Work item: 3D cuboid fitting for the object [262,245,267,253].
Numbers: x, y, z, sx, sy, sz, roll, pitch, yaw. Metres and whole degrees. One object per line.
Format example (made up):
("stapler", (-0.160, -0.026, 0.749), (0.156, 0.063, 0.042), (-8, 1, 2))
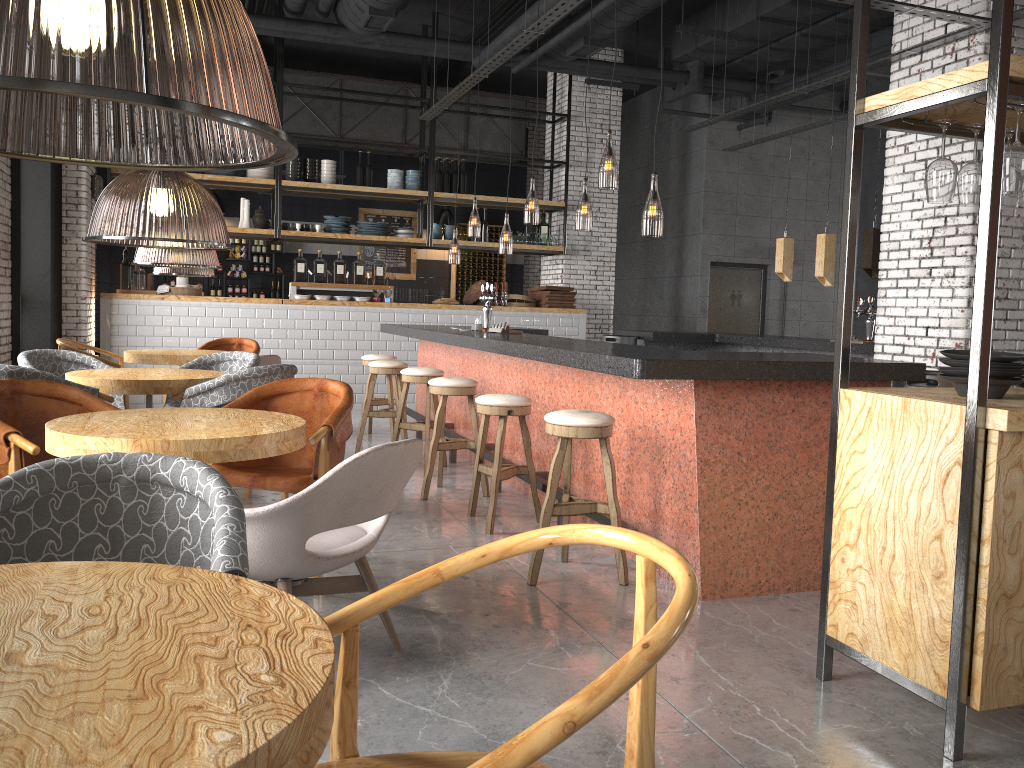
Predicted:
("object", (-3.866, -2.107, 13.850), (0.076, 0.110, 0.076), (0, 4, -24))

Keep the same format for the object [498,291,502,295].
("object", (-0.204, -1.540, 15.090), (0.079, 0.079, 0.281), (0, 5, -19))

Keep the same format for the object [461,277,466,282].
("object", (-0.815, -1.750, 14.844), (0.079, 0.079, 0.284), (0, 5, -19))

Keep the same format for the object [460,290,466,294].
("object", (-0.815, -1.539, 14.835), (0.079, 0.079, 0.281), (0, 5, -19))

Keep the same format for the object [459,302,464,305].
("object", (-0.829, -1.331, 14.870), (0.079, 0.079, 0.281), (0, 5, -19))

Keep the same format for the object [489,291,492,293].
("object", (-0.383, -1.541, 15.031), (0.079, 0.079, 0.281), (0, 5, -19))

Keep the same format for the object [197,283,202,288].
("object", (-4.787, -1.483, 13.577), (0.076, 0.110, 0.076), (0, 4, -24))

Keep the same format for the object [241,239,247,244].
("object", (-4.152, -2.251, 13.738), (0.079, 0.156, 0.079), (-1, 5, -34))

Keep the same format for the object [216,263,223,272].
("object", (-4.506, -1.800, 13.672), (0.100, 0.139, 0.088), (1, 4, -19))

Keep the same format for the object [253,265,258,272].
("object", (-4.006, -1.808, 13.844), (0.081, 0.113, 0.071), (0, 4, -20))

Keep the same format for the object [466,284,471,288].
("object", (-0.729, -1.645, 14.881), (0.079, 0.079, 0.281), (0, 5, -19))

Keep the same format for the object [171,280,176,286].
("object", (-5.139, -1.530, 13.451), (0.071, 0.083, 0.071), (2, 4, 6))

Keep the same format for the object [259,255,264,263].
("object", (-3.911, -1.951, 13.844), (0.076, 0.110, 0.076), (-2, 6, -44))

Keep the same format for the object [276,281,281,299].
("object", (-3.683, -1.477, 13.980), (0.079, 0.280, 0.079), (1, 4, -16))

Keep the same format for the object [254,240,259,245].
("object", (-3.979, -2.218, 13.802), (0.076, 0.110, 0.076), (-2, 6, -44))

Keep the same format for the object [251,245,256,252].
("object", (-4.021, -2.108, 13.794), (0.076, 0.110, 0.076), (1, 4, -9))

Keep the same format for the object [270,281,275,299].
("object", (-3.768, -1.477, 13.948), (0.079, 0.280, 0.079), (2, 4, -1))

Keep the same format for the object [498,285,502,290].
("object", (-0.195, -1.643, 15.068), (0.079, 0.079, 0.281), (0, 5, -19))

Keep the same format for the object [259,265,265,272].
("object", (-3.914, -1.808, 13.876), (0.081, 0.113, 0.071), (0, 4, -20))

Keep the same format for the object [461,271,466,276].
("object", (-0.818, -1.857, 14.856), (0.079, 0.079, 0.284), (0, 5, -19))

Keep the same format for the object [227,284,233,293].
("object", (-4.370, -1.474, 13.744), (0.100, 0.139, 0.088), (1, 4, -19))

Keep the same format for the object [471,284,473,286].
("object", (-0.647, -1.647, 14.931), (0.079, 0.079, 0.281), (0, 5, -19))

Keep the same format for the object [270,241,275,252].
("object", (-3.749, -2.215, 13.902), (0.079, 0.280, 0.079), (6, 5, 44))

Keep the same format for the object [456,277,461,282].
("object", (-0.897, -1.748, 14.791), (0.079, 0.079, 0.284), (0, 5, -19))

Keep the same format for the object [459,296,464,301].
("object", (-0.832, -1.438, 14.882), (0.079, 0.079, 0.281), (0, 5, -19))

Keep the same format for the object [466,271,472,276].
("object", (-0.728, -1.856, 14.883), (0.079, 0.079, 0.284), (0, 5, -19))

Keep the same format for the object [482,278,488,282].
("object", (-0.466, -1.751, 14.988), (0.079, 0.079, 0.284), (0, 5, -19))

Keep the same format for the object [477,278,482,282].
("object", (-0.548, -1.749, 14.938), (0.079, 0.079, 0.284), (0, 5, -19))

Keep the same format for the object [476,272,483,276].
("object", (-0.538, -1.852, 14.913), (0.079, 0.079, 0.284), (0, 5, -19))

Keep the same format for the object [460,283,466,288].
("object", (-0.812, -1.644, 14.832), (0.079, 0.079, 0.281), (0, 5, -19))

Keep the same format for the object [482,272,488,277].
("object", (-0.461, -1.855, 14.977), (0.079, 0.079, 0.284), (0, 5, -19))

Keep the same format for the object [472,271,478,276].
("object", (-0.626, -1.852, 14.878), (0.079, 0.079, 0.284), (0, 5, -19))

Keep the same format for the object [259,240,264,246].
("object", (-3.902, -2.218, 13.830), (0.076, 0.110, 0.076), (1, 4, -14))

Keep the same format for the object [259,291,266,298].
("object", (-3.918, -1.385, 13.909), (0.100, 0.139, 0.088), (1, 4, -19))

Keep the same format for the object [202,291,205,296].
("object", (-4.751, -1.372, 13.597), (0.076, 0.110, 0.076), (1, 4, -14))

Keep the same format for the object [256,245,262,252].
("object", (-3.943, -2.107, 13.821), (0.076, 0.110, 0.076), (2, 4, 1))

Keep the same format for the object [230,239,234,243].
("object", (-4.332, -2.252, 13.675), (0.079, 0.156, 0.079), (1, 4, -9))

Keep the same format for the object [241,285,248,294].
("object", (-4.170, -1.473, 13.814), (0.100, 0.139, 0.088), (1, 4, -19))

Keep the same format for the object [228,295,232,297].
("object", (-4.366, -1.328, 13.747), (0.092, 0.112, 0.100), (-1, 5, -33))

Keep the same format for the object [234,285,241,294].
("object", (-4.267, -1.474, 13.780), (0.100, 0.139, 0.088), (1, 4, -19))

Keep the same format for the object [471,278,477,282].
("object", (-0.637, -1.750, 14.906), (0.079, 0.079, 0.284), (0, 5, -19))

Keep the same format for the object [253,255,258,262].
("object", (-3.994, -1.951, 13.815), (0.076, 0.110, 0.076), (2, 4, 6))

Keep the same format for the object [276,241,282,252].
("object", (-3.660, -2.215, 13.933), (0.079, 0.280, 0.079), (0, 4, -26))

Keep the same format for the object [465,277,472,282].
("object", (-0.723, -1.749, 14.867), (0.079, 0.079, 0.284), (0, 5, -19))

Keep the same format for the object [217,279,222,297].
("object", (-4.515, -1.480, 13.687), (0.079, 0.280, 0.079), (5, 5, 39))

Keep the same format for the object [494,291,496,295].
("object", (-0.292, -1.540, 15.058), (0.079, 0.079, 0.281), (0, 5, -19))

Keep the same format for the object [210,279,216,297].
("object", (-4.605, -1.480, 13.656), (0.079, 0.280, 0.079), (1, 4, -11))

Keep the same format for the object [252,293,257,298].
("object", (-4.018, -1.369, 13.852), (0.076, 0.110, 0.076), (5, 5, 36))

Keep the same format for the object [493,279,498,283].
("object", (-0.286, -1.750, 15.046), (0.079, 0.079, 0.284), (0, 5, -19))

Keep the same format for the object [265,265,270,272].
("object", (-3.835, -1.807, 13.904), (0.081, 0.113, 0.071), (0, 4, -20))

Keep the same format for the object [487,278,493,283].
("object", (-0.370, -1.749, 15.000), (0.079, 0.079, 0.284), (0, 5, -19))

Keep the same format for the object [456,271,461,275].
("object", (-0.901, -1.855, 14.806), (0.079, 0.079, 0.284), (0, 5, -19))

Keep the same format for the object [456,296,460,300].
("object", (-0.915, -1.436, 14.832), (0.079, 0.079, 0.281), (0, 5, -19))

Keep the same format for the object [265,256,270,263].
("object", (-3.825, -1.951, 13.875), (0.076, 0.110, 0.076), (5, 5, 36))

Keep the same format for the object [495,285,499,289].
("object", (-0.276, -1.641, 15.015), (0.079, 0.079, 0.281), (0, 5, -19))

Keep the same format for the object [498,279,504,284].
("object", (-0.185, -1.746, 15.044), (0.079, 0.079, 0.284), (0, 5, -19))

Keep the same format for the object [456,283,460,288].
("object", (-0.913, -1.647, 14.833), (0.079, 0.079, 0.281), (0, 5, -19))

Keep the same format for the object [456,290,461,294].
("object", (-0.908, -1.540, 14.817), (0.079, 0.079, 0.281), (0, 5, -19))

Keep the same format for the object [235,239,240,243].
("object", (-4.242, -2.251, 13.706), (0.079, 0.156, 0.079), (3, 4, 16))
